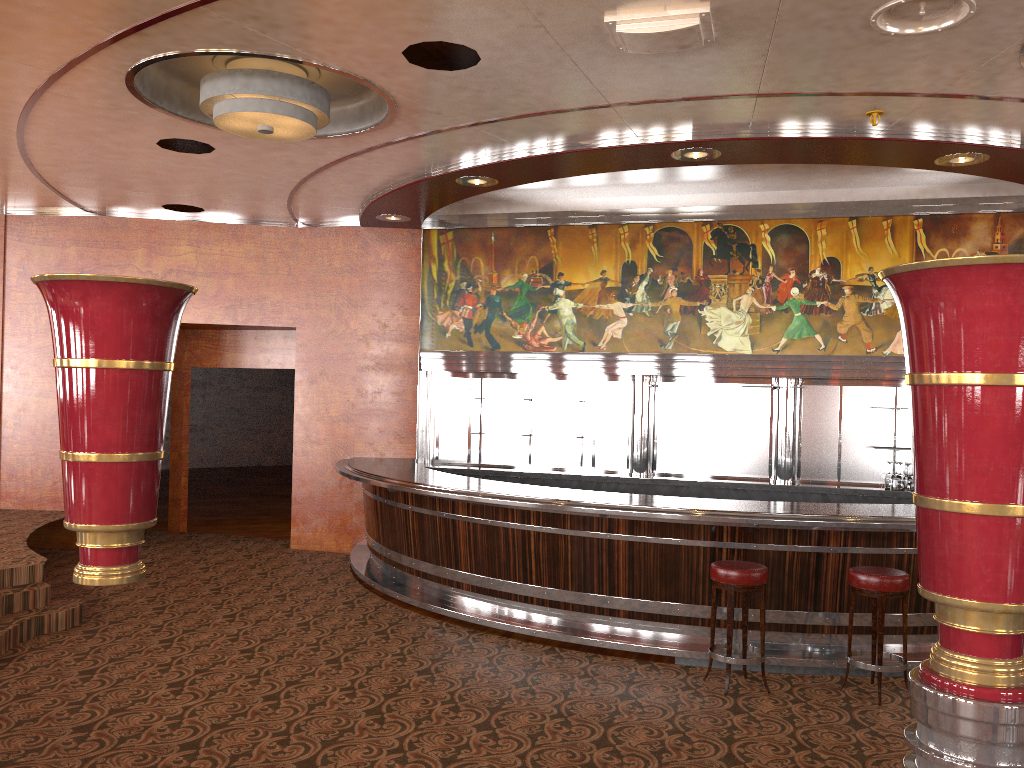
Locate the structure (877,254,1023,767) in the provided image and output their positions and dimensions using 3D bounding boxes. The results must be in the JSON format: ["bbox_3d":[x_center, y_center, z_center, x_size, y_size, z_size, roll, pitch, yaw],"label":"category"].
[{"bbox_3d":[2.832,0.064,2.059,4.354,3.605,0.549,2,0,-9],"label":"structure"}]

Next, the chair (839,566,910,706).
[{"bbox_3d":[2.224,1.514,5.398,0.350,0.755,0.350,2,0,-32],"label":"chair"}]

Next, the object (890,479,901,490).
[{"bbox_3d":[4.261,0.931,8.174,1.424,0.135,0.403,1,-1,22],"label":"object"}]

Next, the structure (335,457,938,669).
[{"bbox_3d":[1.503,1.371,7.279,7.809,1.047,3.207,1,-1,16],"label":"structure"}]

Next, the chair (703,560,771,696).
[{"bbox_3d":[1.393,1.493,5.473,0.350,0.755,0.350,2,0,-10],"label":"chair"}]

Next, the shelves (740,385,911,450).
[{"bbox_3d":[3.506,0.328,8.420,2.594,0.568,0.339,1,0,16],"label":"shelves"}]

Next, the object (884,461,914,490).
[{"bbox_3d":[3.966,0.869,8.211,0.951,0.245,0.396,1,-1,20],"label":"object"}]

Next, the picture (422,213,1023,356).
[{"bbox_3d":[2.020,-0.958,8.826,6.254,1.322,0.001,1,0,16],"label":"picture"}]
